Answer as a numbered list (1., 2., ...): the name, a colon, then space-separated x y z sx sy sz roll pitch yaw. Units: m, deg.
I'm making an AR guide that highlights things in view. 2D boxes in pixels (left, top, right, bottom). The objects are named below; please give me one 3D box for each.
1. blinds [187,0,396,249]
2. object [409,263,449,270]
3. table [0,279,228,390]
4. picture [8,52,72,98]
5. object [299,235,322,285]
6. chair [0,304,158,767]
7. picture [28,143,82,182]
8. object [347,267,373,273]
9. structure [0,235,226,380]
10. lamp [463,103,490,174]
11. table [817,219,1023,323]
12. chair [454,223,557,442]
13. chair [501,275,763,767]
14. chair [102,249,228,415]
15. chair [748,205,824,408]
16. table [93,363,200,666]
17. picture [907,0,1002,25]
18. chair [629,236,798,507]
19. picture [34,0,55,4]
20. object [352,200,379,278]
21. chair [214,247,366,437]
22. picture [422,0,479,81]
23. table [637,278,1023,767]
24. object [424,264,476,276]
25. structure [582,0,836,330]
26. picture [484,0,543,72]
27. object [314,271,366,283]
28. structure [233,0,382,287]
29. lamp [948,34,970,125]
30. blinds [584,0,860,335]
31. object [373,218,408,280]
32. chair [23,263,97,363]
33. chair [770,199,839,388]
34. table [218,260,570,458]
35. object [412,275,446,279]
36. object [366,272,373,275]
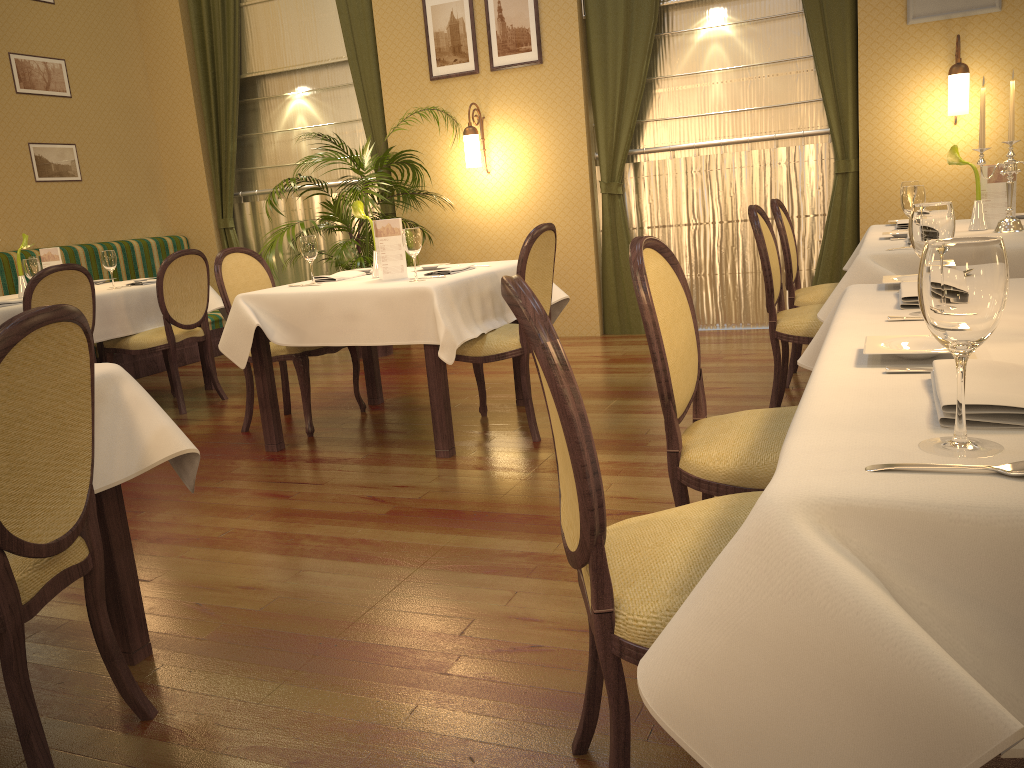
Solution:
1. blinds: -1.878 -2.587 7.340 1.934 4.537 0.225 0 13 22
2. object: -0.417 -0.593 4.518 0.160 0.024 0.160 0 13 23
3. table: -2.745 -0.160 5.358 1.385 0.759 2.152 0 13 23
4. picture: -3.632 -2.377 6.842 0.008 0.294 0.504 0 13 23
5. object: -0.963 -0.592 4.239 0.088 0.229 0.088 -9 12 -18
6. chair: -1.084 0.345 1.735 0.571 0.955 0.530 -4 12 4
7. picture: -3.580 -1.739 6.962 0.008 0.294 0.437 0 13 23
8. object: -0.788 -0.596 4.693 0.160 0.024 0.160 0 13 23
9. structure: -5.482 0.752 1.530 0.850 1.031 14.516 0 13 23
10. lamp: -0.277 -1.824 6.595 0.114 0.513 0.323 -3 12 13
11. table: 2.162 -0.314 3.953 1.385 0.759 2.152 0 13 23
12. chair: -0.057 -0.246 4.126 0.571 0.955 0.530 0 13 23
13. chair: 0.307 0.271 1.483 0.571 0.955 0.530 -5 12 -1
14. chair: -2.119 -0.323 5.401 0.571 0.955 0.530 0 13 23
15. chair: 1.339 -0.316 3.855 0.571 0.955 0.530 0 13 23
16. table: -1.566 0.435 1.982 1.389 0.759 1.395 0 13 25
17. picture: 2.648 -2.599 5.311 0.512 0.769 0.027 0 13 23
18. chair: 0.606 0.104 2.152 0.571 0.955 0.530 0 13 23
19. picture: -3.695 -3.064 6.699 0.008 0.294 0.504 0 13 23
20. object: -0.689 -0.704 4.303 0.163 0.375 0.076 7 17 44
21. chair: -1.178 -0.255 4.663 0.571 0.955 0.530 0 13 23
22. picture: -0.464 -2.624 6.649 0.412 0.619 0.022 0 13 23
23. table: 1.132 0.278 1.558 1.385 0.759 2.152 0 13 23
24. object: -0.295 -0.541 4.222 0.142 0.024 0.273 0 13 23
25. structure: 1.381 -2.603 6.055 1.900 4.511 0.134 0 13 23
26. picture: 0.003 -2.624 6.448 0.412 0.619 0.022 0 13 23
27. object: -0.864 -0.539 4.439 0.142 0.033 0.273 0 13 23
28. structure: -1.834 -2.600 7.445 1.942 4.511 0.123 0 13 23
29. lamp: 2.657 -1.828 5.331 0.114 0.513 0.323 -3 12 13
30. blinds: 1.340 -2.589 5.944 1.878 4.537 0.129 0 13 23
31. object: -0.589 -0.623 4.117 0.166 0.277 0.081 2 13 30
32. chair: -2.474 -0.137 4.660 0.571 0.955 0.530 0 13 23
33. chair: 1.636 -0.487 4.547 0.571 0.955 0.530 0 13 23
34. table: -0.526 -0.162 4.399 1.389 0.759 1.395 0 13 25
35. object: -0.381 -0.480 3.987 0.185 0.010 0.017 0 13 23
36. object: -0.785 -0.569 4.584 0.181 0.015 0.038 0 13 25
